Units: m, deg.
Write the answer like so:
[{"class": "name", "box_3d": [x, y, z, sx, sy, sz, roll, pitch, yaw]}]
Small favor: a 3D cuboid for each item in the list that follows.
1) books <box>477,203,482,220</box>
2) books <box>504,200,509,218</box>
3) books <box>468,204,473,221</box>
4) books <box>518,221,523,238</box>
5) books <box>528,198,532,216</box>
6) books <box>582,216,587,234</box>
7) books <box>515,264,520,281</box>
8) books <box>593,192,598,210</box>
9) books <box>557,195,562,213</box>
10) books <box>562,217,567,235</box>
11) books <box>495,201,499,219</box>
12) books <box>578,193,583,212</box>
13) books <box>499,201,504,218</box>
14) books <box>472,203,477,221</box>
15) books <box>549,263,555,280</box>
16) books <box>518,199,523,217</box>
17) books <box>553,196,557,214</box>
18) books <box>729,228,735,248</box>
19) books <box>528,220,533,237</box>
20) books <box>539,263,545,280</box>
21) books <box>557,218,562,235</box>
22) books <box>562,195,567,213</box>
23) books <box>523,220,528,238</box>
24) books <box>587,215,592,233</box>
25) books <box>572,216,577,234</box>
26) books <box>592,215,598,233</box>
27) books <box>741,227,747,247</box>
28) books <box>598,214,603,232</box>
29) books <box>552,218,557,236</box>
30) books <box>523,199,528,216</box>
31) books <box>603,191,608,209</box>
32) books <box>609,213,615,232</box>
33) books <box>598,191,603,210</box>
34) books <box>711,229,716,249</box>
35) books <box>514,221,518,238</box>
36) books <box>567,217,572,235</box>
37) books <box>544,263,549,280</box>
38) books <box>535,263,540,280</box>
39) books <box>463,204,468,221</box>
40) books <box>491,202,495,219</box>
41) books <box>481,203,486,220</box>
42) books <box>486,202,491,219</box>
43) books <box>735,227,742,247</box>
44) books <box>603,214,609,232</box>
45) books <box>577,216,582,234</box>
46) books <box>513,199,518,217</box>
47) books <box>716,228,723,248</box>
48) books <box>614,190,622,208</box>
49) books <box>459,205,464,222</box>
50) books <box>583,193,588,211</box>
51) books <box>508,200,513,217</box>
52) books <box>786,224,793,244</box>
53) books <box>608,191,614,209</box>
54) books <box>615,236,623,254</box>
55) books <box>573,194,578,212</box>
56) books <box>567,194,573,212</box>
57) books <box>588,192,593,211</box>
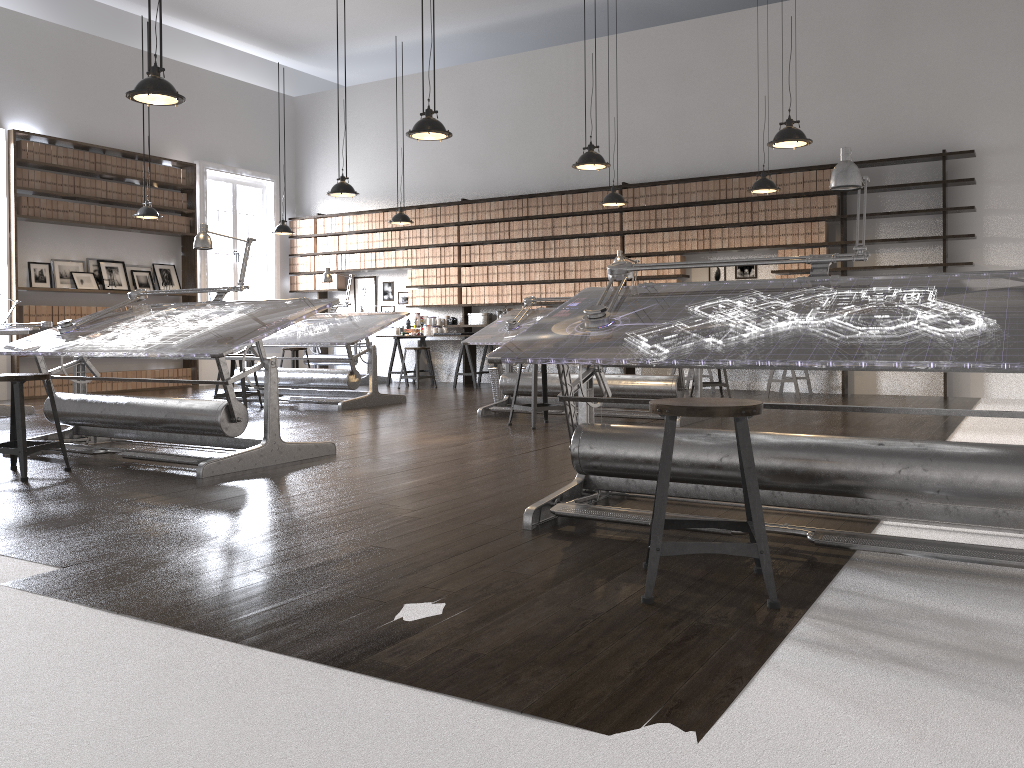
[{"class": "books", "box_3d": [-0.386, -2.262, 11.680, 0.067, 0.225, 0.174, 0, 2, 31]}, {"class": "books", "box_3d": [-0.035, -2.253, 11.470, 0.067, 0.225, 0.175, 0, 2, 31]}, {"class": "books", "box_3d": [-0.512, -2.265, 11.747, 0.067, 0.225, 0.175, 0, 2, 31]}, {"class": "books", "box_3d": [0.150, -1.970, 11.356, 0.067, 0.225, 0.175, 0, 2, 31]}, {"class": "books", "box_3d": [0.277, -2.244, 11.284, 0.067, 0.225, 0.175, 0, 2, 31]}, {"class": "books", "box_3d": [0.927, -1.950, 10.900, 0.067, 0.225, 0.175, 0, 2, 31]}, {"class": "books", "box_3d": [0.115, -1.420, 11.389, 0.067, 0.225, 0.175, 0, 2, 31]}, {"class": "books", "box_3d": [1.053, -2.223, 10.819, 0.067, 0.225, 0.175, 0, 2, 31]}, {"class": "books", "box_3d": [0.630, -2.234, 11.065, 0.067, 0.225, 0.175, 0, 2, 31]}, {"class": "books", "box_3d": [0.693, -1.956, 11.034, 0.067, 0.225, 0.175, 0, 2, 31]}, {"class": "books", "box_3d": [-0.150, -2.256, 11.537, 0.067, 0.225, 0.175, 0, 2, 31]}, {"class": "books", "box_3d": [0.877, -2.228, 10.924, 0.067, 0.225, 0.175, 0, 2, 31]}, {"class": "books", "box_3d": [-0.095, -2.254, 11.499, 0.067, 0.225, 0.175, 0, 2, 31]}, {"class": "books", "box_3d": [-0.448, -2.264, 11.713, 0.067, 0.225, 0.174, 0, 2, 31]}, {"class": "books", "box_3d": [0.536, -1.409, 11.139, 0.067, 0.225, 0.175, 0, 2, 31]}, {"class": "books", "box_3d": [0.149, -2.248, 11.361, 0.067, 0.225, 0.175, 0, 2, 31]}, {"class": "books", "box_3d": [0.578, -2.236, 11.102, 0.067, 0.225, 0.175, 0, 2, 31]}, {"class": "books", "box_3d": [2.497, -1.639, 9.967, 0.067, 0.225, 0.174, 0, 2, 31]}, {"class": "books", "box_3d": [0.276, -1.967, 11.285, 0.067, 0.225, 0.174, 0, 2, 31]}, {"class": "books", "box_3d": [0.418, -1.411, 11.204, 0.067, 0.225, 0.175, 0, 2, 31]}, {"class": "books", "box_3d": [0.635, -1.958, 11.073, 0.067, 0.225, 0.175, 0, 2, 31]}, {"class": "books", "box_3d": [0.692, -2.233, 11.029, 0.067, 0.225, 0.175, 0, 2, 31]}, {"class": "books", "box_3d": [0.212, -1.969, 11.319, 0.067, 0.225, 0.175, 0, 2, 31]}, {"class": "books", "box_3d": [0.988, -1.948, 10.863, 0.067, 0.225, 0.174, 0, 2, 31]}, {"class": "books", "box_3d": [0.811, -1.953, 10.967, 0.067, 0.225, 0.175, 0, 2, 31]}, {"class": "books", "box_3d": [1.046, -1.946, 10.823, 0.067, 0.225, 0.174, 0, 2, 31]}, {"class": "books", "box_3d": [2.620, -1.636, 9.891, 0.067, 0.225, 0.175, 0, 2, 31]}, {"class": "books", "box_3d": [1.110, -1.945, 10.791, 0.067, 0.225, 0.175, 0, 2, 31]}, {"class": "books", "box_3d": [0.576, -1.959, 11.111, 0.067, 0.225, 0.174, 0, 2, 31]}, {"class": "books", "box_3d": [0.210, -2.246, 11.318, 0.067, 0.225, 0.175, 0, 2, 31]}, {"class": "books", "box_3d": [1.169, -2.220, 10.751, 0.067, 0.225, 0.175, 0, 2, 31]}, {"class": "books", "box_3d": [1.238, -1.941, 10.715, 0.067, 0.225, 0.175, 0, 2, 31]}, {"class": "books", "box_3d": [1.108, -2.222, 10.781, 0.067, 0.225, 0.175, 0, 2, 31]}, {"class": "books", "box_3d": [2.318, -1.644, 10.074, 0.067, 0.225, 0.175, 0, 2, 31]}, {"class": "books", "box_3d": [0.098, -1.972, 11.392, 0.067, 0.225, 0.175, 0, 2, 31]}, {"class": "books", "box_3d": [0.756, -1.954, 10.998, 0.067, 0.225, 0.175, 0, 2, 31]}, {"class": "books", "box_3d": [0.480, -1.410, 11.167, 0.067, 0.225, 0.175, 0, 2, 31]}, {"class": "books", "box_3d": [0.357, -1.413, 11.244, 0.067, 0.225, 0.174, 0, 2, 31]}, {"class": "books", "box_3d": [-0.574, -2.267, 11.784, 0.067, 0.225, 0.175, 0, 2, 31]}, {"class": "books", "box_3d": [-0.205, -2.257, 11.568, 0.067, 0.225, 0.175, 0, 2, 31]}, {"class": "books", "box_3d": [-0.327, -2.261, 11.643, 0.067, 0.225, 0.175, 0, 2, 31]}, {"class": "books", "box_3d": [-0.268, -2.259, 11.604, 0.067, 0.225, 0.175, 0, 2, 31]}, {"class": "books", "box_3d": [2.556, -1.637, 9.930, 0.067, 0.225, 0.175, 0, 2, 31]}, {"class": "books", "box_3d": [1.171, -1.943, 10.748, 0.067, 0.225, 0.175, 0, 2, 31]}, {"class": "books", "box_3d": [0.866, -1.951, 10.929, 0.067, 0.225, 0.175, 0, 2, 31]}, {"class": "books", "box_3d": [0.085, -2.249, 11.393, 0.067, 0.225, 0.174, 0, 2, 31]}, {"class": "books", "box_3d": [2.371, -1.642, 10.034, 0.067, 0.225, 0.175, 0, 2, 31]}, {"class": "books", "box_3d": [1.289, -2.217, 10.675, 0.067, 0.225, 0.174, 0, 2, 31]}, {"class": "books", "box_3d": [-0.626, -2.269, 11.820, 0.067, 0.225, 0.175, 0, 2, 31]}, {"class": "books", "box_3d": [0.935, -2.226, 10.885, 0.067, 0.225, 0.175, 0, 2, 31]}, {"class": "books", "box_3d": [0.026, -2.251, 11.433, 0.067, 0.225, 0.174, 0, 2, 31]}, {"class": "books", "box_3d": [3.040, -1.624, 9.639, 0.067, 0.225, 0.175, 0, 2, 31]}, {"class": "books", "box_3d": [1.230, -2.219, 10.715, 0.067, 0.225, 0.174, 0, 2, 31]}, {"class": "books", "box_3d": [1.311, -1.665, 10.674, 0.067, 0.225, 0.175, 0, 2, 31]}, {"class": "books", "box_3d": [0.818, -2.230, 10.962, 0.067, 0.225, 0.174, 0, 2, 31]}, {"class": "books", "box_3d": [0.756, -2.231, 10.994, 0.067, 0.225, 0.174, 0, 2, 31]}, {"class": "books", "box_3d": [0.998, -2.225, 10.850, 0.067, 0.225, 0.175, 0, 2, 31]}]
